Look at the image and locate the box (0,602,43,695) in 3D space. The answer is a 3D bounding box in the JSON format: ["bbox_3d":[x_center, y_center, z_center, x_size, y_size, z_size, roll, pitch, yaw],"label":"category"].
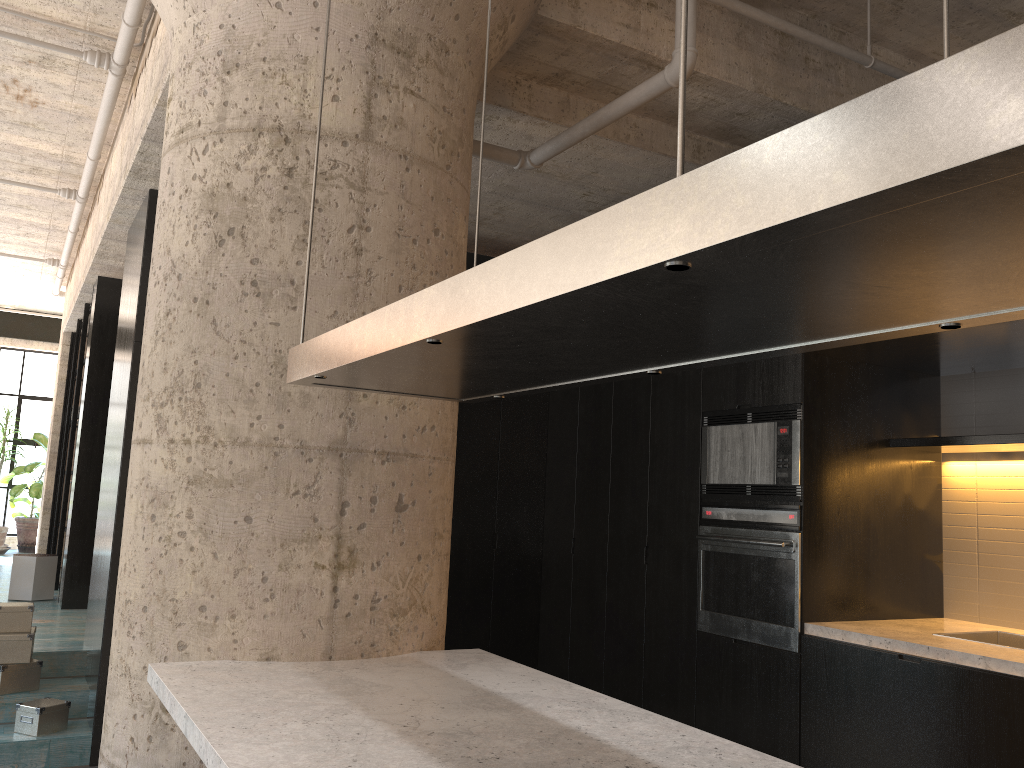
[{"bbox_3d":[-2.690,1.407,4.761,0.280,0.441,0.331,9,-10,-40],"label":"box"}]

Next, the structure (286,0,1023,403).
[{"bbox_3d":[0.472,-1.143,1.206,0.538,2.100,3.117,7,-8,-29],"label":"structure"}]

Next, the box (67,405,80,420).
[{"bbox_3d":[-4.473,0.326,9.283,0.306,0.157,0.312,5,-8,-19],"label":"box"}]

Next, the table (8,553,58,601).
[{"bbox_3d":[-3.862,1.552,7.153,0.365,0.340,0.316,3,-7,1],"label":"table"}]

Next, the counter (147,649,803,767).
[{"bbox_3d":[0.324,0.669,1.104,1.000,0.046,3.500,7,-8,-29],"label":"counter"}]

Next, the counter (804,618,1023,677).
[{"bbox_3d":[2.813,0.996,2.305,1.000,0.142,4.360,7,-8,-29],"label":"counter"}]

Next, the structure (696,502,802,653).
[{"bbox_3d":[1.349,0.929,4.389,0.649,0.651,0.664,7,-8,-29],"label":"structure"}]

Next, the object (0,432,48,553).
[{"bbox_3d":[-6.167,1.420,11.595,0.921,1.543,0.817,-1,-9,30],"label":"object"}]

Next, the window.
[{"bbox_3d":[-6.250,0.839,12.296,1.780,2.530,0.081,7,-8,-29],"label":"window"}]

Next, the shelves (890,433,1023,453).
[{"bbox_3d":[3.106,0.118,2.563,0.403,0.043,4.362,7,-8,-29],"label":"shelves"}]

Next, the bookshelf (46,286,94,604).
[{"bbox_3d":[-3.935,0.612,8.518,0.628,2.571,2.900,7,-8,-29],"label":"bookshelf"}]

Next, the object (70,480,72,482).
[{"bbox_3d":[-3.978,1.105,8.156,0.218,0.433,0.218,8,-9,-37],"label":"object"}]

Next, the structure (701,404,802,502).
[{"bbox_3d":[1.416,0.374,4.485,0.612,0.450,0.659,7,-8,-29],"label":"structure"}]

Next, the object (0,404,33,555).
[{"bbox_3d":[-6.413,1.175,11.057,0.523,1.863,0.629,-1,-8,29],"label":"object"}]

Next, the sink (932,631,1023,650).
[{"bbox_3d":[2.199,1.111,3.485,0.458,0.134,0.890,7,-8,-29],"label":"sink"}]

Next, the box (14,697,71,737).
[{"bbox_3d":[-2.391,1.693,4.514,0.172,0.140,0.187,0,-8,23],"label":"box"}]
